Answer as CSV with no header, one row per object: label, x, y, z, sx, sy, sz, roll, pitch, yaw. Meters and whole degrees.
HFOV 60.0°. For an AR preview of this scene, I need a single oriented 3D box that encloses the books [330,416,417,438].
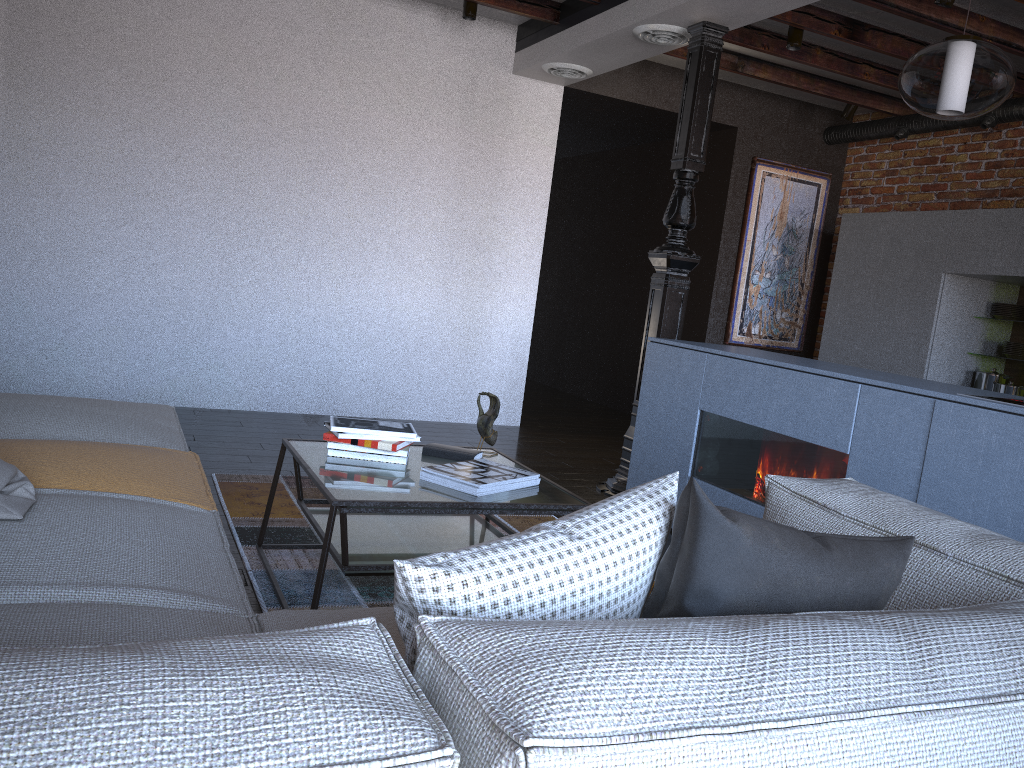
books,-0.446,0.137,2.838,0.268,0.014,0.196,6,6,-13

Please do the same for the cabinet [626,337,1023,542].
cabinet,1.467,0.433,3.111,0.607,0.845,2.957,4,7,-24

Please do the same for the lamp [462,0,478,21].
lamp,-0.260,-2.257,5.246,0.120,0.184,0.082,9,7,17

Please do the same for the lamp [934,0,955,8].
lamp,2.001,-1.824,4.045,0.091,0.203,0.119,1,9,-45

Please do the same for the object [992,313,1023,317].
object,3.132,-0.426,5.606,0.180,0.027,0.180,12,8,34

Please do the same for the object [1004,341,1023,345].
object,3.161,-0.241,5.512,0.180,0.027,0.180,12,8,34

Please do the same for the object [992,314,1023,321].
object,3.131,-0.415,5.607,0.180,0.027,0.180,12,8,34

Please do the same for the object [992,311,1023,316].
object,3.133,-0.436,5.605,0.180,0.027,0.180,12,8,34

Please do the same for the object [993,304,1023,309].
object,3.139,-0.479,5.600,0.180,0.027,0.180,12,8,34

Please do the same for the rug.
rug,-0.225,0.627,3.167,1.432,0.013,2.362,5,7,-24

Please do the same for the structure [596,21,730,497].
structure,-2.085,-0.671,1.804,8.514,2.395,0.481,1,9,-43

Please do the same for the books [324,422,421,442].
books,-0.448,0.152,2.840,0.268,0.014,0.196,4,7,-26

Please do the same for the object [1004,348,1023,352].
object,3.155,-0.199,5.517,0.180,0.027,0.180,12,8,34

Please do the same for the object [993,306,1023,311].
object,3.138,-0.468,5.601,0.180,0.027,0.180,12,8,34

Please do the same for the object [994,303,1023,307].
object,3.140,-0.488,5.599,0.180,0.027,0.180,12,8,34

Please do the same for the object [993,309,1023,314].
object,3.135,-0.447,5.604,0.180,0.027,0.180,12,8,34

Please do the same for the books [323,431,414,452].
books,-0.451,0.172,2.822,0.239,0.023,0.190,8,6,10

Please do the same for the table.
table,-0.284,0.453,2.744,0.842,0.389,0.848,4,7,-24

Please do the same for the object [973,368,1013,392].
object,3.027,-0.012,5.597,0.193,0.178,0.208,9,7,17

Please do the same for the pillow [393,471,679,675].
pillow,0.025,0.310,1.177,0.543,0.402,0.250,2,9,-42

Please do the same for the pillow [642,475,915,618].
pillow,0.343,0.325,1.292,0.538,0.417,0.238,3,8,-35

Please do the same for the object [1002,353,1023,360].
object,3.151,-0.168,5.521,0.180,0.027,0.180,12,8,34

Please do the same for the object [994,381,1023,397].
object,3.017,0.043,5.373,0.159,0.117,0.172,9,7,17

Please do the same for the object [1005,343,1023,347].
object,3.159,-0.231,5.513,0.180,0.027,0.180,12,8,34

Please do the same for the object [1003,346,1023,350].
object,3.157,-0.210,5.516,0.180,0.027,0.180,12,8,34

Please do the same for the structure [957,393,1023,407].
structure,1.765,0.117,2.523,0.504,0.057,0.763,5,7,-24

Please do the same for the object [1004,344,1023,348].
object,3.158,-0.221,5.514,0.180,0.027,0.180,12,8,34

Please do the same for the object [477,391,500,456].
object,-0.089,0.133,3.081,0.099,0.223,0.093,9,7,15

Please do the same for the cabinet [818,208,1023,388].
cabinet,3.388,0.019,4.662,0.713,1.809,4.170,4,7,-24

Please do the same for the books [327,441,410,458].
books,-0.455,0.191,2.848,0.251,0.023,0.209,7,6,-5

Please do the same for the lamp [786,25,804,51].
lamp,1.589,-1.992,5.000,0.121,0.184,0.082,3,8,-32

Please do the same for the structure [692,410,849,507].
structure,1.134,0.368,3.567,0.332,0.394,0.943,4,7,-24

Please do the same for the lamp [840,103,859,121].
lamp,2.477,-2.029,6.485,0.130,0.207,0.091,12,8,37

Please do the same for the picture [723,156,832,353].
picture,2.132,-1.012,7.114,0.780,1.471,0.067,4,7,-24

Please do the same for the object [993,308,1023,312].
object,3.136,-0.457,5.602,0.180,0.027,0.180,12,8,34

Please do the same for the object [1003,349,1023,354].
object,3.154,-0.189,5.518,0.180,0.027,0.180,12,8,34

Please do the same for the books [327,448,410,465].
books,-0.457,0.213,2.850,0.247,0.024,0.209,7,6,-5

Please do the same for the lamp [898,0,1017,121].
lamp,1.533,-1.232,2.988,0.364,0.665,0.364,2,9,-41

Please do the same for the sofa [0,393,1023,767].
sofa,-0.572,0.364,2.206,2.536,0.698,3.297,4,7,-25

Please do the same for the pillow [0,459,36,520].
pillow,-1.161,0.131,1.778,0.485,0.314,0.358,9,7,18

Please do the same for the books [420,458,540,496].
books,-0.091,0.277,2.655,0.225,0.038,0.308,12,8,35

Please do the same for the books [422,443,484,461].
books,-0.197,0.229,2.984,0.182,0.029,0.129,9,6,13

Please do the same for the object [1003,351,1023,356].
object,3.153,-0.178,5.519,0.180,0.027,0.180,12,8,34
